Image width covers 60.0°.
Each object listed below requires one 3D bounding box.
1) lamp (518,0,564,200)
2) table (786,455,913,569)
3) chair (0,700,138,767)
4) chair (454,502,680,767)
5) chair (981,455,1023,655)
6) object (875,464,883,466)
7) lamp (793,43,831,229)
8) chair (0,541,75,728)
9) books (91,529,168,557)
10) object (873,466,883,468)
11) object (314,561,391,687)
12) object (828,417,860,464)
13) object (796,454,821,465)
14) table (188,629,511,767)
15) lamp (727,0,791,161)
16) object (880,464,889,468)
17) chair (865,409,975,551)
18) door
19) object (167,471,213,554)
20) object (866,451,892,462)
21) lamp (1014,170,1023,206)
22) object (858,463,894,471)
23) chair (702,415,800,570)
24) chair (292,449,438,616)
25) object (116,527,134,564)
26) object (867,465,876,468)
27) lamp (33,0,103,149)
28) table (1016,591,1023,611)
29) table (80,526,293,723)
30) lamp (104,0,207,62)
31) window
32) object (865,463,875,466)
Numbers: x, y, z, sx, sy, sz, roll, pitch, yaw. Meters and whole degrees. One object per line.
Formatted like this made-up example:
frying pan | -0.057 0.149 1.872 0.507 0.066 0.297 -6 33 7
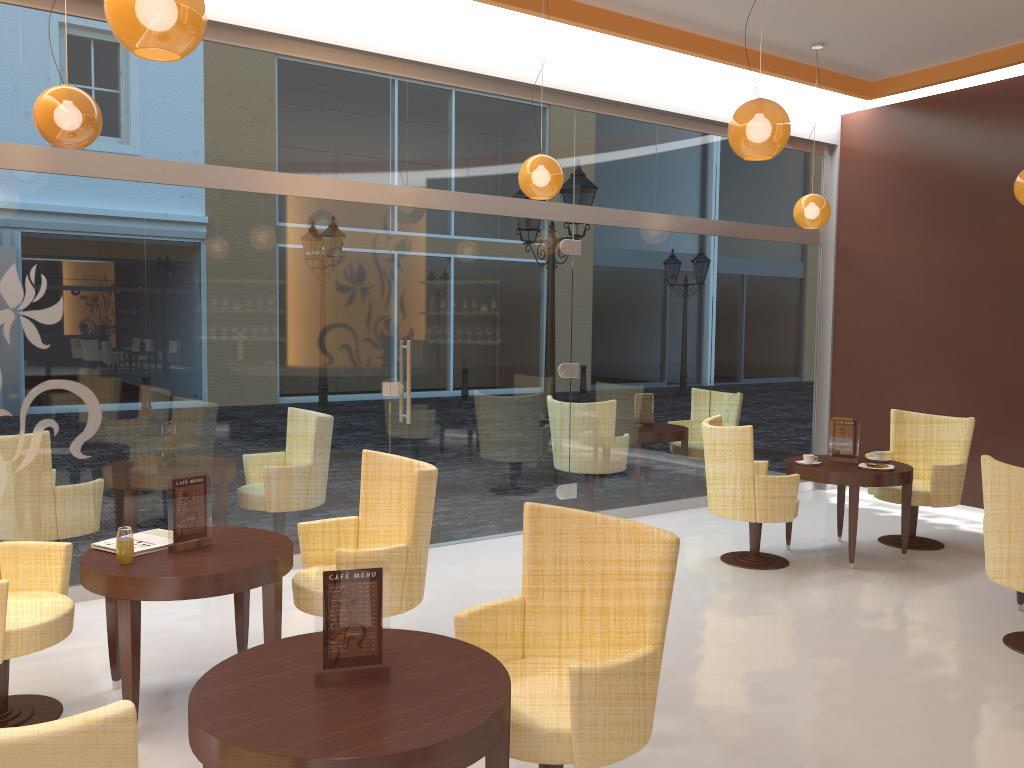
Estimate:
lamp | 0.197 -1.967 5.774 0.299 1.500 0.299 3 5 30
table | 2.475 0.924 6.558 0.872 0.679 0.874 2 4 12
chair | -0.933 1.037 1.836 0.729 1.017 0.685 2 4 24
chair | 0.171 0.971 2.992 0.685 1.017 0.729 -2 5 -37
chair | 2.839 0.892 4.614 0.729 1.017 0.685 3 5 34
object | 2.629 0.579 6.360 0.051 0.018 0.054 -2 5 -36
lamp | 2.508 -2.048 7.354 0.299 1.500 0.299 2 4 23
chair | -2.189 0.897 3.666 0.685 1.017 0.729 1 4 -2
books | -1.628 0.701 3.935 0.273 0.028 0.339 3 5 30
object | 2.593 0.587 6.279 0.055 0.014 0.053 4 5 39
object | -0.442 0.661 2.467 0.209 0.335 0.042 0 4 -16
object | 2.457 0.415 6.559 0.209 0.335 0.042 3 5 30
object | 2.161 0.552 6.468 0.153 0.069 0.153 -2 5 -34
table | -0.443 1.168 2.493 0.872 0.679 0.874 1 4 2
lamp | 1.213 -1.854 4.293 0.299 1.500 0.299 -1 4 -24
object | 2.646 0.585 6.318 0.052 0.018 0.055 0 4 -10
chair | 3.175 0.737 6.931 0.685 1.017 0.729 -2 5 -31
door | -0.197 -0.038 6.804 1.640 2.499 0.020 -2 5 -34
object | -1.404 0.554 3.868 0.042 0.335 0.209 4 5 38
object | 2.764 0.545 6.676 0.153 0.069 0.153 0 4 -12
lamp | 3.524 -1.935 5.873 0.299 1.500 0.299 3 5 33
object | 2.596 0.592 6.320 0.234 0.020 0.234 3 4 27
chair | 1.696 0.761 6.322 0.685 1.017 0.729 1 4 -2
chair | -0.710 0.873 4.276 0.685 1.017 0.729 -2 5 -31
object | -1.585 0.662 3.633 0.067 0.148 0.067 0 4 -10
object | 2.552 0.586 6.300 0.054 0.018 0.051 2 4 13
lamp | -2.114 -1.886 4.195 0.299 1.500 0.299 -2 5 -34
table | 3.434 1.030 5.177 0.872 0.679 0.874 2 4 12
table | -1.410 1.060 3.903 0.872 0.679 0.874 2 4 12
lamp | -1.097 -1.773 2.714 0.299 1.500 0.299 -2 5 -34
window | -0.191 -0.536 6.770 8.200 3.380 0.040 -2 5 -34
object | 2.553 0.575 6.334 0.052 0.016 0.055 -2 5 -35
